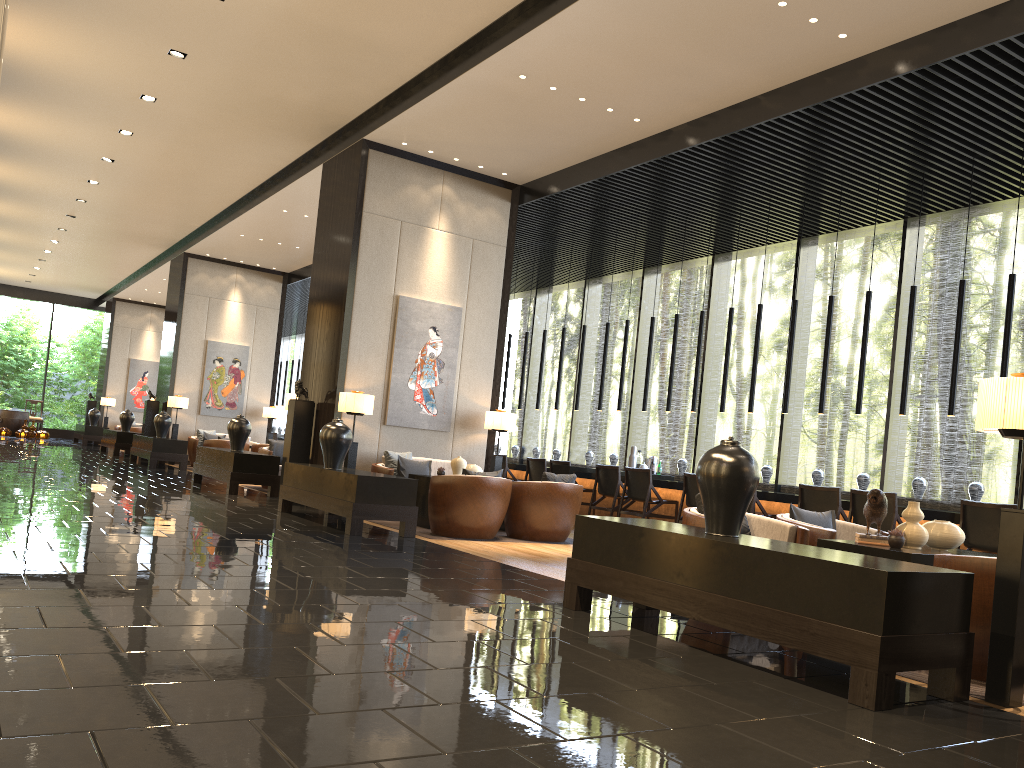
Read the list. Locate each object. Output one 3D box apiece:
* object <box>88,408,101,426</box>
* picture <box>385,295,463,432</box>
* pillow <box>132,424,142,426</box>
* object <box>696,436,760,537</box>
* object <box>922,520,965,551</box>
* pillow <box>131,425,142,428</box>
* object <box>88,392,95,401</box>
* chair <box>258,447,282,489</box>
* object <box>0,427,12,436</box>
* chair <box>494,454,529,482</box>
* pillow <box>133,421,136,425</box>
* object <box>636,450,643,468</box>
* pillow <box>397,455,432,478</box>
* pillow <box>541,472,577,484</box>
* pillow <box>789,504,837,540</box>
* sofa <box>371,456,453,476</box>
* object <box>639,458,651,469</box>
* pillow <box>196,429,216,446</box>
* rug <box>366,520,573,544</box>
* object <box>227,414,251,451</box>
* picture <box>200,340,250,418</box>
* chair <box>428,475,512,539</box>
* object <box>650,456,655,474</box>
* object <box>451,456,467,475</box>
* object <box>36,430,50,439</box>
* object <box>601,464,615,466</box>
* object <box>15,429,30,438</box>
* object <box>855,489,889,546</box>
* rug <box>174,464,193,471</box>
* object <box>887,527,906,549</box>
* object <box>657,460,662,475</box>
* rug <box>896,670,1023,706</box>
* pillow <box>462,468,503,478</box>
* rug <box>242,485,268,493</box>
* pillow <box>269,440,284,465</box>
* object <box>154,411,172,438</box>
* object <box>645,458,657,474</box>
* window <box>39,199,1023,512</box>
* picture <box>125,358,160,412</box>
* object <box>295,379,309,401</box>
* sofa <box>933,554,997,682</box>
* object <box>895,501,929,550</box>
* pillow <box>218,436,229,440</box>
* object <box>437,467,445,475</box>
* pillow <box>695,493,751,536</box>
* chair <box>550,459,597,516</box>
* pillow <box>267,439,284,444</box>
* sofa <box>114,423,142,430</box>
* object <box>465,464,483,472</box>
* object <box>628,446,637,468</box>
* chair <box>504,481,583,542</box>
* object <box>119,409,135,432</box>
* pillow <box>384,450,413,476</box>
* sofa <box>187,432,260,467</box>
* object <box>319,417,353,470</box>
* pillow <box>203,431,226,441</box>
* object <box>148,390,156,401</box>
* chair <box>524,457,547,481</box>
[{"bbox_3d":[-11.188,0.876,23.703,0.312,0.492,0.311,6,-2,-14],"label":"object"},{"bbox_3d":[-1.026,-0.224,10.405,0.837,1.499,0.037,7,-2,-32],"label":"picture"},{"bbox_3d":[-10.694,1.274,25.005,0.473,0.360,0.219,8,-3,-36],"label":"pillow"},{"bbox_3d":[1.069,0.507,4.409,0.312,0.492,0.311,8,-3,-44],"label":"object"},{"bbox_3d":[2.416,0.854,4.987,0.245,0.167,0.246,5,-4,16],"label":"object"},{"bbox_3d":[-9.879,1.237,23.415,0.443,0.337,0.205,7,-3,-25],"label":"pillow"},{"bbox_3d":[-12.052,0.357,25.378,0.177,0.245,0.115,7,-2,-27],"label":"object"},{"bbox_3d":[-3.353,1.239,12.952,0.806,0.603,0.605,8,-4,-32],"label":"chair"},{"bbox_3d":[-13.840,1.297,24.102,0.370,0.229,0.370,6,-4,-10],"label":"object"},{"bbox_3d":[-0.081,1.482,13.299,0.565,0.826,0.525,7,-3,-32],"label":"chair"},{"bbox_3d":[-10.859,1.244,25.082,0.200,0.399,0.435,4,-3,36],"label":"pillow"},{"bbox_3d":[1.728,1.053,12.051,0.129,0.305,0.129,4,-3,44],"label":"object"},{"bbox_3d":[-1.100,0.986,9.905,0.473,0.360,0.219,8,-3,-36],"label":"pillow"},{"bbox_3d":[0.434,1.054,8.776,0.400,0.361,0.222,8,-3,-32],"label":"pillow"},{"bbox_3d":[2.054,0.997,6.075,0.443,0.337,0.205,7,-3,-25],"label":"pillow"},{"bbox_3d":[-0.953,1.195,10.073,1.454,0.692,0.602,8,-4,-32],"label":"sofa"},{"bbox_3d":[1.772,1.087,11.882,0.135,0.217,0.136,3,-3,45],"label":"object"},{"bbox_3d":[-6.022,1.098,17.467,0.200,0.399,0.435,4,-3,36],"label":"pillow"},{"bbox_3d":[-0.507,1.527,9.386,1.964,0.008,2.239,9,-6,-32],"label":"rug"},{"bbox_3d":[-3.655,0.649,11.845,0.311,0.492,0.313,4,-3,39],"label":"object"},{"bbox_3d":[-5.818,-0.080,17.949,0.837,1.499,0.037,7,-2,-32],"label":"picture"},{"bbox_3d":[-0.368,1.162,8.412,0.806,0.603,0.605,8,-4,-32],"label":"chair"},{"bbox_3d":[1.902,1.098,11.970,0.067,0.237,0.067,7,-2,-39],"label":"object"},{"bbox_3d":[-0.565,0.879,9.320,0.171,0.235,0.171,6,-2,3],"label":"object"},{"bbox_3d":[-13.314,1.431,25.106,0.369,0.229,0.371,3,-4,30],"label":"object"},{"bbox_3d":[1.244,1.097,11.673,0.228,0.067,0.227,8,-5,-30],"label":"object"},{"bbox_3d":[-13.455,1.355,24.353,0.371,0.229,0.369,8,-4,-30],"label":"object"},{"bbox_3d":[2.011,0.733,4.892,0.173,0.309,0.230,5,-3,14],"label":"object"},{"bbox_3d":[-5.260,1.670,16.868,1.964,0.008,2.239,9,-6,-32],"label":"rug"},{"bbox_3d":[2.073,0.829,4.772,0.091,0.112,0.092,5,-3,20],"label":"object"},{"bbox_3d":[2.000,1.129,11.986,0.056,0.197,0.056,7,-2,-31],"label":"object"},{"bbox_3d":[2.250,1.444,5.047,2.048,0.008,2.239,9,-6,-32],"label":"rug"},{"bbox_3d":[-0.286,0.948,8.314,0.443,0.337,0.205,7,-3,-25],"label":"pillow"},{"bbox_3d":[-2.503,1.587,12.528,2.048,0.008,2.239,9,-6,-32],"label":"rug"},{"bbox_3d":[-3.394,1.026,13.057,0.400,0.361,0.222,8,-3,-32],"label":"pillow"},{"bbox_3d":[-6.346,0.730,16.081,0.312,0.492,0.311,6,-2,-14],"label":"object"},{"bbox_3d":[1.891,1.116,12.095,0.169,0.219,0.168,8,-3,-37],"label":"object"},{"bbox_3d":[-4.984,-0.656,14.067,12.095,4.219,31.855,8,-5,-32],"label":"window"},{"bbox_3d":[-10.647,0.065,25.550,0.837,1.499,0.037,7,-2,-32],"label":"picture"},{"bbox_3d":[-2.437,0.068,10.246,0.177,0.245,0.115,7,-2,-32],"label":"object"},{"bbox_3d":[2.688,1.083,4.309,1.454,0.692,0.602,8,-4,-32],"label":"sofa"},{"bbox_3d":[2.186,0.772,4.838,0.174,0.257,0.174,6,-2,-13],"label":"object"},{"bbox_3d":[-5.041,1.091,15.800,0.443,0.337,0.205,7,-3,-25],"label":"pillow"},{"bbox_3d":[-0.745,0.922,9.314,0.091,0.112,0.092,5,-3,20],"label":"object"},{"bbox_3d":[1.335,0.883,5.613,0.400,0.361,0.222,8,-3,-32],"label":"pillow"},{"bbox_3d":[0.770,1.456,11.959,0.565,0.826,0.525,7,-3,-32],"label":"chair"},{"bbox_3d":[-4.322,1.197,16.262,0.400,0.361,0.222,8,-3,-32],"label":"pillow"},{"bbox_3d":[-10.546,1.484,25.173,1.454,0.692,0.602,8,-4,-32],"label":"sofa"},{"bbox_3d":[-0.434,0.942,9.472,0.246,0.167,0.245,8,-4,-29],"label":"object"},{"bbox_3d":[1.628,1.014,11.935,0.113,0.344,0.113,7,-2,-37],"label":"object"},{"bbox_3d":[0.350,1.271,8.871,0.806,0.603,0.605,8,-4,-32],"label":"chair"},{"bbox_3d":[-8.411,0.792,19.332,0.312,0.492,0.311,6,-2,-14],"label":"object"},{"bbox_3d":[-1.266,0.955,9.982,0.200,0.399,0.435,4,-3,36],"label":"pillow"},{"bbox_3d":[-5.709,1.338,17.558,1.454,0.692,0.602,8,-4,-32],"label":"sofa"},{"bbox_3d":[-1.669,0.560,8.366,0.312,0.492,0.311,6,-2,-14],"label":"object"},{"bbox_3d":[-5.856,1.129,17.390,0.473,0.360,0.219,8,-3,-36],"label":"pillow"},{"bbox_3d":[-7.249,0.226,17.810,0.162,0.217,0.102,8,-3,-44],"label":"object"},{"bbox_3d":[0.462,1.465,12.444,0.565,0.826,0.525,7,-3,-32],"label":"chair"}]
